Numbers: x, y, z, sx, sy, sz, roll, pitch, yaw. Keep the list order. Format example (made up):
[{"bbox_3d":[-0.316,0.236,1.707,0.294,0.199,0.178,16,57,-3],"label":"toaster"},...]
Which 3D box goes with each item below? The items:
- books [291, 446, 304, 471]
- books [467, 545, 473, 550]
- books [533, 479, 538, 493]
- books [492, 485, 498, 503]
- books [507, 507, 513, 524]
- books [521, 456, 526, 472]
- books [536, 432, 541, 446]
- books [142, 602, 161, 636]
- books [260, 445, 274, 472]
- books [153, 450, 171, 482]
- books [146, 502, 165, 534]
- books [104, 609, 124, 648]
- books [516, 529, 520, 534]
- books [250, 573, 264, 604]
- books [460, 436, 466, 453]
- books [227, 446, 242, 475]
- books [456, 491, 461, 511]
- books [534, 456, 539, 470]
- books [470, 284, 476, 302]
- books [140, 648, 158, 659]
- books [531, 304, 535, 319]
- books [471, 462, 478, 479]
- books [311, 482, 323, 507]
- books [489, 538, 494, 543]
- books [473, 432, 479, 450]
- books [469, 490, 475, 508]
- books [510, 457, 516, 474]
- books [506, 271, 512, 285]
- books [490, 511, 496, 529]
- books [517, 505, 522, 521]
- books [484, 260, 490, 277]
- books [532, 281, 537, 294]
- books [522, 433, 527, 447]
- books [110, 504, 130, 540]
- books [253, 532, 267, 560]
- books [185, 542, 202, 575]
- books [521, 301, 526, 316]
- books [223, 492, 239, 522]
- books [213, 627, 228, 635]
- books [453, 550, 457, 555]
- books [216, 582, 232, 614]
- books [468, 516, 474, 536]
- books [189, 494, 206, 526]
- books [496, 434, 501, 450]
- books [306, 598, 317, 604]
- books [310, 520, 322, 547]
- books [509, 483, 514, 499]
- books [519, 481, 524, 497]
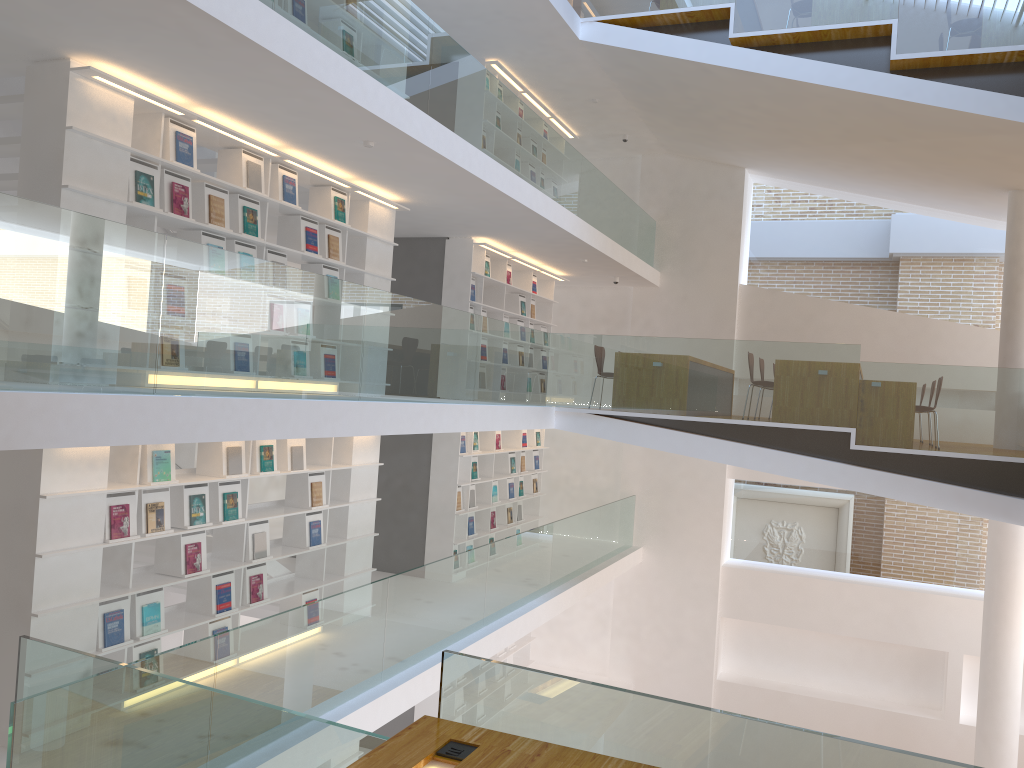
[{"bbox_3d":[-1.724,0.606,7.124,0.037,0.210,0.145,4,-1,22],"label":"books"},{"bbox_3d":[-0.498,2.024,10.512,0.037,0.210,0.145,4,-1,22],"label":"books"},{"bbox_3d":[0.330,1.438,12.453,0.037,0.210,0.145,4,-1,22],"label":"books"},{"bbox_3d":[-0.217,1.378,11.112,0.037,0.210,0.145,4,-1,22],"label":"books"},{"bbox_3d":[-0.025,1.728,11.628,0.037,0.210,0.145,4,-1,22],"label":"books"},{"bbox_3d":[0.146,1.079,11.957,0.037,0.210,0.145,4,-1,22],"label":"books"},{"bbox_3d":[0.369,0.777,12.457,0.037,0.210,0.145,4,-1,22],"label":"books"},{"bbox_3d":[-2.339,1.532,5.756,0.037,0.210,0.145,4,-1,22],"label":"books"},{"bbox_3d":[-1.869,0.573,6.765,0.037,0.210,0.145,4,-1,22],"label":"books"},{"bbox_3d":[-2.275,0.537,5.762,0.037,0.210,0.145,4,-1,22],"label":"books"},{"bbox_3d":[-2.313,0.876,5.755,0.037,0.210,0.145,4,-1,22],"label":"books"},{"bbox_3d":[-2.454,1.509,5.471,0.037,0.210,0.145,4,-1,22],"label":"books"},{"bbox_3d":[0.078,2.068,11.933,0.037,0.210,0.145,4,-1,22],"label":"books"},{"bbox_3d":[-1.942,1.558,6.743,0.037,0.210,0.145,4,-1,22],"label":"books"},{"bbox_3d":[-0.567,0.697,10.142,0.037,0.210,0.145,4,-1,22],"label":"books"},{"bbox_3d":[-2.008,0.560,6.421,0.037,0.210,0.145,4,-1,22],"label":"books"},{"bbox_3d":[-0.618,1.337,10.122,0.037,0.210,0.145,4,-1,22],"label":"books"},{"bbox_3d":[0.350,1.113,12.453,0.037,0.210,0.145,4,-1,22],"label":"books"},{"bbox_3d":[-0.456,-1.035,10.151,0.037,0.210,0.145,4,-1,22],"label":"books"},{"bbox_3d":[-2.360,1.841,5.764,0.037,0.210,0.145,4,-1,22],"label":"books"},{"bbox_3d":[0.281,-0.968,11.976,0.037,0.210,0.145,4,-1,22],"label":"books"},{"bbox_3d":[-0.445,1.030,10.492,0.037,0.210,0.145,4,-1,22],"label":"books"},{"bbox_3d":[-1.630,0.925,7.410,0.037,0.210,0.145,4,-1,22],"label":"books"},{"bbox_3d":[-0.259,2.036,11.102,0.037,0.210,0.145,4,-1,22],"label":"books"},{"bbox_3d":[-0.433,0.675,10.474,0.037,0.210,0.145,4,-1,22],"label":"books"},{"bbox_3d":[-0.473,1.360,10.475,0.037,0.210,0.145,4,-1,22],"label":"books"},{"bbox_3d":[0.015,1.067,11.632,0.037,0.210,0.145,4,-1,22],"label":"books"},{"bbox_3d":[-0.040,-1.313,11.137,0.037,0.210,0.145,4,-1,22],"label":"books"},{"bbox_3d":[-0.238,1.705,11.109,0.037,0.210,0.145,4,-1,22],"label":"books"},{"bbox_3d":[0.100,1.739,11.936,0.037,0.210,0.145,4,-1,22],"label":"books"},{"bbox_3d":[-0.297,-1.351,10.500,0.037,0.210,0.145,4,-1,22],"label":"books"},{"bbox_3d":[0.301,-1.282,11.979,0.037,0.210,0.145,4,-1,22],"label":"books"},{"bbox_3d":[0.167,0.765,11.960,0.037,0.210,0.145,4,-1,22],"label":"books"},{"bbox_3d":[-2.418,0.851,5.468,0.037,0.210,0.145,4,-1,22],"label":"books"},{"bbox_3d":[-1.917,1.238,6.746,0.037,0.210,0.145,4,-1,22],"label":"books"},{"bbox_3d":[-2.187,1.200,6.088,0.037,0.210,0.145,4,-1,22],"label":"books"},{"bbox_3d":[0.149,-0.980,11.651,0.037,0.210,0.145,4,-1,22],"label":"books"},{"bbox_3d":[-2.032,0.890,6.412,0.037,0.210,0.145,4,-1,22],"label":"books"},{"bbox_3d":[-2.100,1.870,6.394,0.037,0.210,0.145,4,-1,22],"label":"books"},{"bbox_3d":[-0.660,2.007,10.112,0.037,0.210,0.145,4,-1,22],"label":"books"},{"bbox_3d":[-2.080,1.545,6.402,0.037,0.210,0.145,4,-1,22],"label":"books"},{"bbox_3d":[-0.484,1.679,10.494,0.037,0.210,0.145,4,-1,22],"label":"books"},{"bbox_3d":[-2.162,0.867,6.101,0.037,0.210,0.145,4,-1,22],"label":"books"},{"bbox_3d":[-0.175,0.735,11.118,0.037,0.210,0.145,4,-1,22],"label":"books"},{"bbox_3d":[-1.680,1.917,7.440,0.037,0.210,0.145,4,-1,22],"label":"books"},{"bbox_3d":[-1.643,1.253,7.421,0.037,0.210,0.145,4,-1,22],"label":"books"},{"bbox_3d":[-0.005,1.403,11.628,0.037,0.210,0.145,4,-1,22],"label":"books"},{"bbox_3d":[0.121,1.414,11.939,0.037,0.210,0.145,4,-1,22],"label":"books"}]
